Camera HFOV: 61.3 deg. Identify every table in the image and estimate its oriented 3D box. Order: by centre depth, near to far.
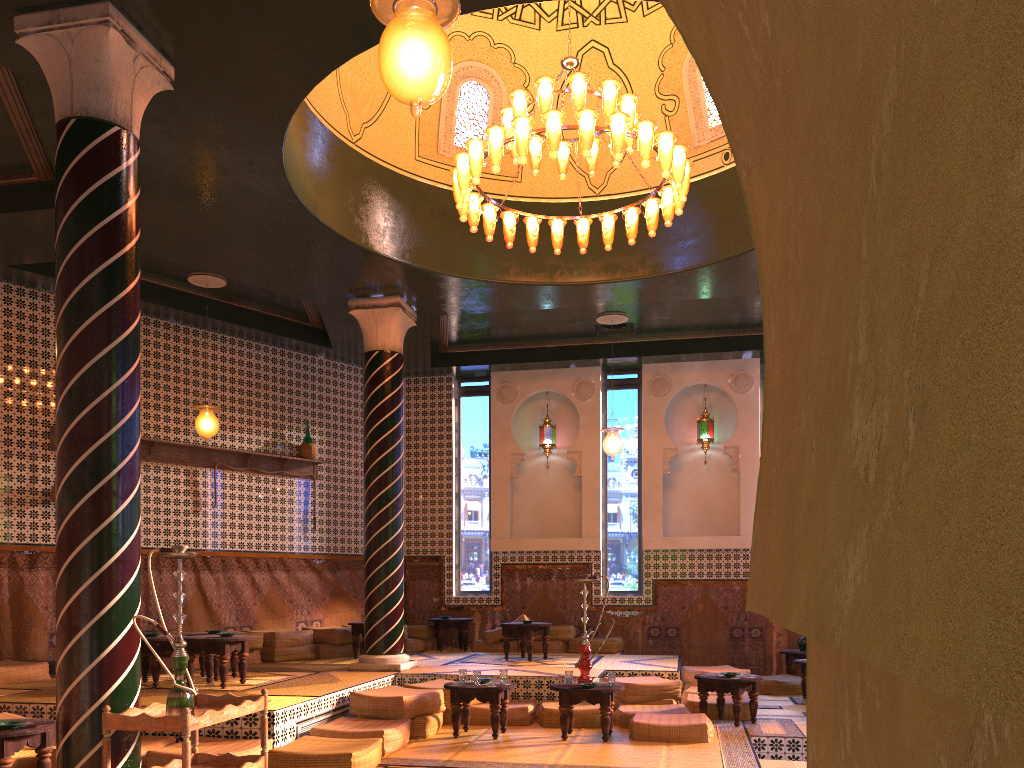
[{"bbox_3d":[-4.162,3.080,7.030,0.840,0.585,0.856,-3,-9,17],"label":"table"},{"bbox_3d":[0.846,3.694,9.730,0.841,0.585,0.855,4,-10,-24],"label":"table"},{"bbox_3d":[-0.365,3.741,9.916,0.838,0.585,0.858,0,-9,2],"label":"table"},{"bbox_3d":[-3.555,3.335,10.375,0.846,0.585,0.850,7,-11,-39],"label":"table"},{"bbox_3d":[-4.383,3.357,10.463,0.846,0.585,0.850,7,-11,-39],"label":"table"},{"bbox_3d":[2.709,3.949,10.800,0.847,0.585,0.849,8,-12,-42],"label":"table"},{"bbox_3d":[-3.909,3.519,11.155,0.846,0.585,0.850,7,-11,-39],"label":"table"},{"bbox_3d":[4.641,4.438,12.901,0.841,0.585,0.855,4,-10,-24],"label":"table"},{"bbox_3d":[0.230,4.182,14.008,0.841,0.585,0.855,-4,-10,23],"label":"table"},{"bbox_3d":[-2.323,4.298,14.467,0.840,0.585,0.856,-3,-9,17],"label":"table"},{"bbox_3d":[5.014,4.881,14.806,0.840,0.585,0.855,-3,-10,20],"label":"table"},{"bbox_3d":[-1.135,4.685,16.130,0.843,0.585,0.853,-5,-10,29],"label":"table"}]

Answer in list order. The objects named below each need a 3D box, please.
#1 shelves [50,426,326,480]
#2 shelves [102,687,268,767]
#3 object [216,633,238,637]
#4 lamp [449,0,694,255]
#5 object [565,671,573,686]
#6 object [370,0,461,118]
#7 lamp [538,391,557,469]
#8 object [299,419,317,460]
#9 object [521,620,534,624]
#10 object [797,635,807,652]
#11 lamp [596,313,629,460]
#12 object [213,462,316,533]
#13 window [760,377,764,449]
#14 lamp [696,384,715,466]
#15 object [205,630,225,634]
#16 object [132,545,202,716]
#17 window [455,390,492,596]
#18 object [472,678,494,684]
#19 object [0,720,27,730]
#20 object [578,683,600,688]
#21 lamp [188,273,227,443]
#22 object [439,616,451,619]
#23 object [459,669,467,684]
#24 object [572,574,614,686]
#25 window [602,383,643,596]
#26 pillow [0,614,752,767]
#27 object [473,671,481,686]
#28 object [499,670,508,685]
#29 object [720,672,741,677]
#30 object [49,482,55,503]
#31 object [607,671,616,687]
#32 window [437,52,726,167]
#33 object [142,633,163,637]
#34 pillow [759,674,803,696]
[{"bbox_3d":[-4.841,1.126,13.584,0.257,0.340,4.544,-4,-13,41],"label":"shelves"},{"bbox_3d":[-2.369,2.950,6.375,0.746,1.283,1.206,-1,-6,12],"label":"shelves"},{"bbox_3d":[-3.417,3.012,10.351,0.252,0.045,0.256,-6,-14,26],"label":"object"},{"bbox_3d":[0.596,-4.070,8.888,2.473,4.595,2.494,-1,-3,19],"label":"lamp"},{"bbox_3d":[0.645,3.324,9.752,0.092,0.162,0.093,-1,-3,14],"label":"object"},{"bbox_3d":[-0.421,-2.315,3.770,0.519,2.314,0.521,0,-1,0],"label":"object"},{"bbox_3d":[0.680,0.870,16.580,0.325,1.561,0.361,-1,-1,45],"label":"lamp"},{"bbox_3d":[-3.554,0.967,15.029,0.301,0.720,0.303,1,-3,-37],"label":"object"},{"bbox_3d":[0.253,3.861,13.999,0.252,0.045,0.256,-6,-14,26],"label":"object"},{"bbox_3d":[4.970,3.954,14.785,0.464,1.251,0.301,1,-2,-42],"label":"object"},{"bbox_3d":[1.628,0.077,13.978,0.519,2.314,0.521,0,-1,0],"label":"lamp"},{"bbox_3d":[-4.114,1.936,14.518,0.060,1.040,2.007,0,-8,41],"label":"object"},{"bbox_3d":[4.887,1.861,15.700,0.774,3.992,0.091,0,0,11],"label":"window"},{"bbox_3d":[3.590,0.732,16.018,0.361,1.561,0.325,-1,-1,45],"label":"lamp"},{"bbox_3d":[-3.810,3.180,11.060,0.250,0.045,0.257,1,-13,-4],"label":"object"},{"bbox_3d":[-2.446,1.786,6.182,0.463,1.251,0.299,-1,-1,19],"label":"object"},{"bbox_3d":[-0.718,2.137,16.825,0.774,3.992,0.091,0,0,11],"label":"window"},{"bbox_3d":[-0.335,3.442,9.997,0.252,0.045,0.255,8,-15,-33],"label":"object"},{"bbox_3d":[-4.019,2.731,6.899,0.252,0.045,0.256,-6,-14,26],"label":"object"},{"bbox_3d":[0.844,3.323,9.499,0.252,0.045,0.255,8,-15,-33],"label":"object"},{"bbox_3d":[-4.304,-0.329,12.197,0.519,2.314,0.521,0,-1,0],"label":"lamp"},{"bbox_3d":[-1.243,4.336,16.009,0.252,0.045,0.256,-6,-14,26],"label":"object"},{"bbox_3d":[-0.567,3.376,9.964,0.092,0.162,0.093,2,-4,-31],"label":"object"},{"bbox_3d":[0.895,2.767,9.710,0.463,1.250,0.301,-1,-1,28],"label":"object"},{"bbox_3d":[2.085,1.999,16.262,0.774,3.992,0.091,0,0,11],"label":"window"},{"bbox_3d":[-1.762,3.923,11.844,10.042,1.256,10.168,-3,-13,12],"label":"pillow"},{"bbox_3d":[-0.395,3.320,9.727,0.092,0.162,0.093,1,-3,-11],"label":"object"},{"bbox_3d":[-0.097,3.353,9.870,0.092,0.162,0.093,1,-3,-11],"label":"object"},{"bbox_3d":[2.709,3.608,10.707,0.250,0.045,0.257,1,-13,-4],"label":"object"},{"bbox_3d":[-6.194,1.250,11.952,0.371,0.842,0.372,-1,-3,30],"label":"object"},{"bbox_3d":[1.116,3.301,9.657,0.092,0.162,0.093,1,-3,-11],"label":"object"},{"bbox_3d":[0.713,-4.102,8.997,5.561,1.153,5.826,11,-17,-41],"label":"window"},{"bbox_3d":[-4.342,3.029,10.413,0.252,0.045,0.255,8,-15,-33],"label":"object"},{"bbox_3d":[4.401,4.916,14.081,0.976,0.276,0.970,4,-13,-18],"label":"pillow"}]
